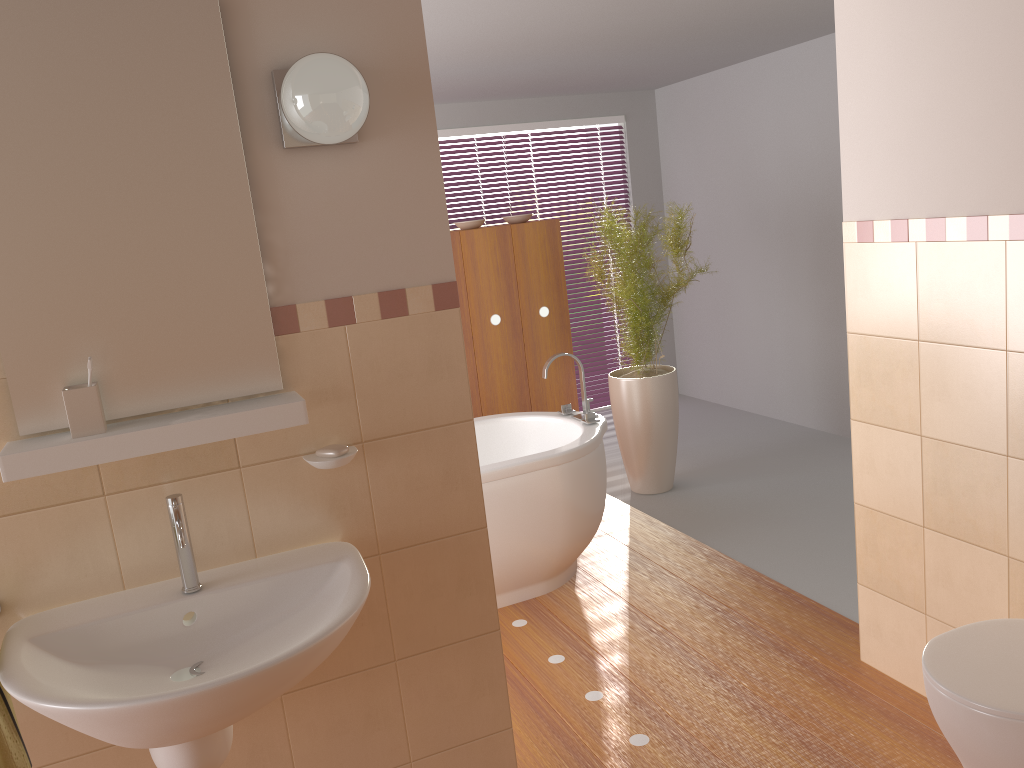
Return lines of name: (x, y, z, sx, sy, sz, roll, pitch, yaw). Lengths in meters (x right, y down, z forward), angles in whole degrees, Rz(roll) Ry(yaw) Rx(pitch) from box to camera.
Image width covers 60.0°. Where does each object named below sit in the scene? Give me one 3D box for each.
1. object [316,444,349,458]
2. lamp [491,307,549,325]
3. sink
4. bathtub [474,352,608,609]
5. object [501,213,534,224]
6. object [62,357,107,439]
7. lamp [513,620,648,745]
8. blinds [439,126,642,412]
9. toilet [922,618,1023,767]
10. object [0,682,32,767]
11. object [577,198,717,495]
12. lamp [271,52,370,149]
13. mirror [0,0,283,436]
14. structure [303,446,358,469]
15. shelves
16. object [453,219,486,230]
object: (-0.389, 0.146, 1.919, 0.075, 0.023, 0.050, 1, 13, 33)
lamp: (-0.341, -0.284, 4.512, 1.169, 0.052, 0.001, -11, 12, -21)
sink: (-0.575, 0.496, 1.650, 0.683, 0.516, 0.539, -11, 12, -21)
bathtub: (-0.436, 0.442, 3.685, 1.874, 0.900, 0.888, -11, 12, -21)
object: (0.032, -0.876, 4.726, 0.173, 0.046, 0.173, -11, 12, -21)
object: (-0.818, 0.023, 1.688, 0.063, 0.149, 0.073, -11, 12, -21)
lamp: (-0.857, 1.378, 1.517, 3.173, 0.001, 2.893, -11, 12, -21)
blinds: (-1.248, -0.467, 5.758, 4.712, 2.022, 0.032, -11, 12, -21)
toilet: (1.165, 0.776, 1.939, 0.534, 0.400, 0.375, -11, 12, -21)
object: (-0.941, 0.589, 1.615, 0.085, 0.306, 0.181, -8, 11, -5)
object: (0.761, -0.210, 4.581, 0.683, 1.557, 1.335, -5, 11, 11)
lamp: (-0.373, -0.562, 1.758, 0.173, 0.173, 0.209, -11, 12, -21)
mirror: (-0.763, -0.332, 1.723, 0.502, 0.799, 0.008, -11, 12, -21)
structure: (-0.387, 0.167, 1.922, 0.117, 0.029, 0.092, -11, 12, -21)
shelves: (-0.694, 0.096, 1.759, 0.554, 0.050, 0.138, -11, 12, -21)
object: (-0.218, -0.828, 4.629, 0.173, 0.046, 0.173, -11, 12, -21)
